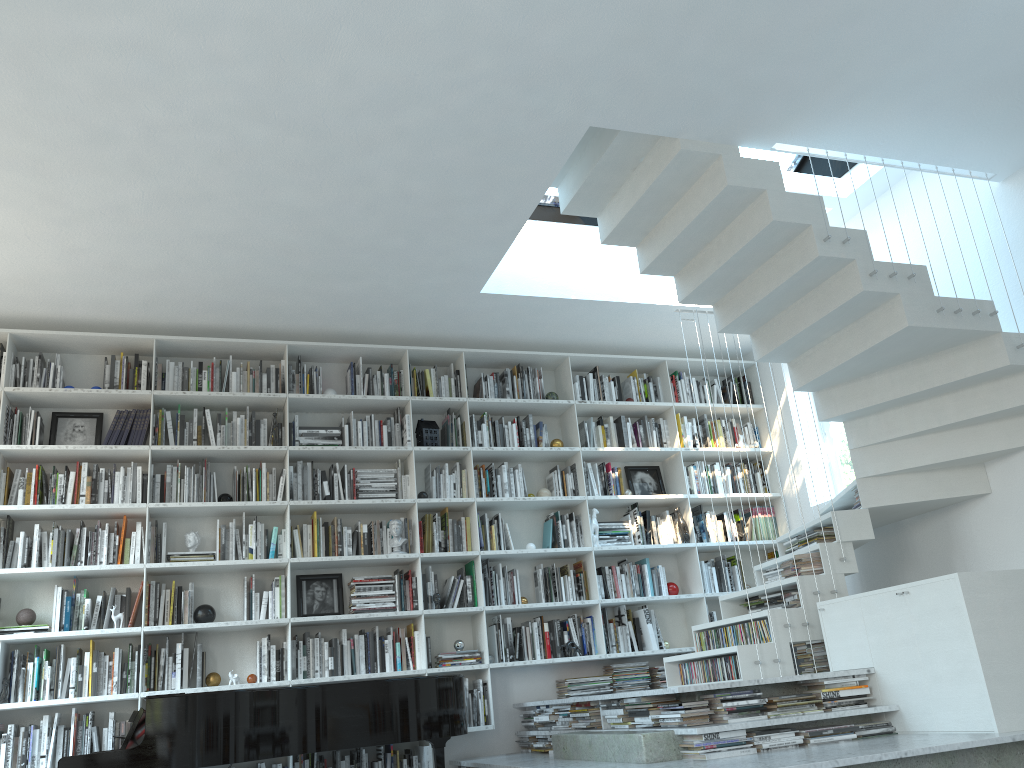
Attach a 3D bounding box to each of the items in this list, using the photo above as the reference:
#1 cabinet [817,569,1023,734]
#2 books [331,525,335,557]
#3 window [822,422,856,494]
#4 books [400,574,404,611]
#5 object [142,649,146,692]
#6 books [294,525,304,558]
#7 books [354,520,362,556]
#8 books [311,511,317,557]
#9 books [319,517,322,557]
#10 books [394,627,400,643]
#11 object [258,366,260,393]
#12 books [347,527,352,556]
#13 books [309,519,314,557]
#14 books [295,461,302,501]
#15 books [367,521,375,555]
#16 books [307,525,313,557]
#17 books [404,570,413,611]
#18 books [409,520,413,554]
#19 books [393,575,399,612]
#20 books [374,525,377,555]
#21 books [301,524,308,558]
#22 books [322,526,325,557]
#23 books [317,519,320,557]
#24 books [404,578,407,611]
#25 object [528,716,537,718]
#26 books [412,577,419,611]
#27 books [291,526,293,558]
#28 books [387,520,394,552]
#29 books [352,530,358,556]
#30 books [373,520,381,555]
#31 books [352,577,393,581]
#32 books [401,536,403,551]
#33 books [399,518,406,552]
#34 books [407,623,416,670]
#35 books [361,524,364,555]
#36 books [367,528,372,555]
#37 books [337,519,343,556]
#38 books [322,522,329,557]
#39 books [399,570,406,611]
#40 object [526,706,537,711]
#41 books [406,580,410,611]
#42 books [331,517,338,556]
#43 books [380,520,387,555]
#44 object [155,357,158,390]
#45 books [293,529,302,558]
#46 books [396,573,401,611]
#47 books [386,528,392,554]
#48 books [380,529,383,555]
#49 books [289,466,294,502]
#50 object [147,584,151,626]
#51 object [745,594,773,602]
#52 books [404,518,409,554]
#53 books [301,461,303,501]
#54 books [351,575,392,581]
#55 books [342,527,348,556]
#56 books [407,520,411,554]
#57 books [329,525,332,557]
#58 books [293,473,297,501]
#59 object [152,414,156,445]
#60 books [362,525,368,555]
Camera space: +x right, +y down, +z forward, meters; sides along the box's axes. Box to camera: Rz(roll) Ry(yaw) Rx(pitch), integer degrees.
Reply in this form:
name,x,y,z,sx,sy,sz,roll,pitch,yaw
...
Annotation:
name,x,y,z,sx,sy,sz,roll,pitch,yaw
cabinet,2.068,1.327,4.328,0.551,0.665,0.997,2,-21,-20
books,-1.201,1.069,5.905,0.025,0.235,0.137,1,-21,-20
window,2.612,0.160,6.449,0.042,1.221,1.122,1,-21,-20
books,-0.751,1.417,5.938,0.013,0.255,0.163,1,-21,-20
object,-2.192,1.717,5.292,0.012,0.253,0.161,1,-21,-20
books,-1.401,1.060,5.832,0.042,0.241,0.163,1,-21,-20
books,-1.035,1.062,5.964,0.014,0.257,0.162,1,-21,-20
books,-1.307,1.017,5.851,0.014,0.316,0.188,1,-21,-20
books,-1.275,1.040,5.870,0.010,0.279,0.171,1,-21,-20
books,-0.752,1.749,5.820,0.010,0.283,0.132,1,-21,-20
object,-1.747,0.020,6.111,0.010,0.246,0.158,1,-21,-20
books,-1.100,1.080,5.930,0.030,0.214,0.169,1,-21,-20
books,-1.331,1.048,5.880,0.010,0.283,0.137,1,-21,-20
books,-1.436,0.687,5.956,0.026,0.296,0.180,1,-21,-20
books,-0.951,1.063,5.968,0.012,0.244,0.186,1,-21,-20
books,-1.343,1.063,5.855,0.029,0.239,0.156,1,-21,-20
books,-0.695,1.403,5.949,0.011,0.278,0.186,1,-21,-20
books,-0.709,1.074,6.096,0.023,0.263,0.107,1,-21,-20
books,-0.781,1.414,5.919,0.012,0.253,0.161,1,-21,-20
books,-0.945,1.083,6.004,0.025,0.229,0.143,1,-21,-20
books,-1.372,1.061,5.853,0.026,0.247,0.139,1,-21,-20
books,-1.264,1.073,5.888,0.024,0.227,0.148,1,-21,-20
books,-1.291,1.041,5.847,0.015,0.265,0.190,1,-21,-20
books,-0.729,1.430,5.947,0.013,0.231,0.134,1,-21,-20
object,0.200,2.210,5.907,0.135,0.011,0.222,0,-21,-16
books,-0.668,1.423,5.939,0.034,0.228,0.200,1,-21,-20
books,-1.452,1.066,5.826,0.011,0.234,0.142,1,-21,-20
books,-0.829,1.070,6.049,0.014,0.262,0.135,1,-21,-20
books,-1.066,1.093,5.952,0.050,0.198,0.146,1,-21,-20
books,-0.917,1.064,6.000,0.025,0.257,0.151,1,-21,-20
books,-0.938,1.309,5.905,0.254,0.012,0.161,3,-21,-22
books,-0.777,1.070,6.058,0.025,0.258,0.131,1,-21,-20
books,-0.757,1.065,6.079,0.025,0.278,0.108,1,-21,-20
books,-0.665,1.741,5.845,0.011,0.299,0.150,1,-21,-20
books,-1.022,1.073,5.960,0.010,0.233,0.175,1,-21,-20
books,-0.972,1.087,5.963,0.029,0.199,0.179,1,-21,-20
books,-1.158,1.048,5.904,0.028,0.266,0.190,1,-21,-20
books,-1.243,1.062,5.907,0.028,0.258,0.135,1,-21,-20
books,-0.741,1.402,5.947,0.011,0.287,0.152,1,-21,-20
object,0.199,2.162,5.926,0.131,0.024,0.291,1,-21,-18
books,-0.712,1.437,5.949,0.021,0.216,0.132,1,-21,-20
books,-1.183,1.045,5.913,0.013,0.282,0.177,1,-21,-20
books,-0.877,1.068,6.025,0.024,0.258,0.127,1,-21,-20
object,-2.366,-0.015,5.900,0.012,0.284,0.160,1,-21,-20
books,-1.413,1.071,5.810,0.053,0.208,0.156,1,-21,-20
books,-0.769,1.410,5.921,0.011,0.259,0.185,1,-21,-20
books,-0.846,1.095,6.023,0.035,0.200,0.150,1,-21,-20
books,-0.898,1.094,6.014,0.022,0.206,0.114,1,-21,-20
books,-1.485,0.700,5.935,0.026,0.266,0.171,1,-21,-20
object,-2.220,1.371,5.429,0.012,0.269,0.131,1,-21,-20
object,1.605,1.370,5.680,0.161,0.025,0.175,0,-21,-16
books,-0.733,1.066,6.068,0.014,0.265,0.154,1,-21,-20
books,-1.424,0.686,5.982,0.014,0.312,0.134,1,-21,-20
books,-0.939,1.297,5.907,0.254,0.012,0.161,0,-21,-16
books,-1.126,1.078,5.921,0.024,0.215,0.176,1,-21,-20
books,-0.724,1.073,6.083,0.014,0.260,0.137,1,-21,-20
books,-1.216,1.070,5.890,0.012,0.227,0.170,1,-21,-20
books,-1.463,0.724,5.951,0.027,0.227,0.148,1,-21,-20
object,-2.330,0.343,5.774,0.012,0.253,0.161,1,-21,-20
books,-1.000,1.074,5.956,0.029,0.223,0.186,1,-21,-20
